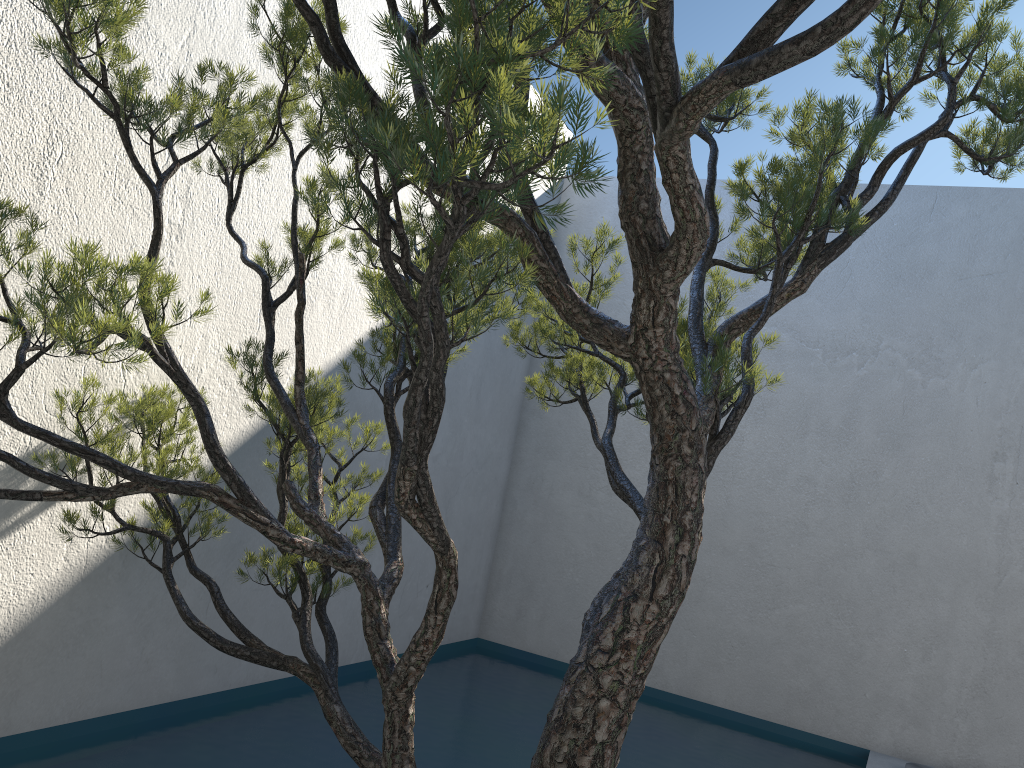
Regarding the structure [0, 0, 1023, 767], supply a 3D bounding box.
[{"bbox_3d":[-0.017,-0.313,1.832,2.577,3.461,2.537,10,-3,19],"label":"structure"}]
